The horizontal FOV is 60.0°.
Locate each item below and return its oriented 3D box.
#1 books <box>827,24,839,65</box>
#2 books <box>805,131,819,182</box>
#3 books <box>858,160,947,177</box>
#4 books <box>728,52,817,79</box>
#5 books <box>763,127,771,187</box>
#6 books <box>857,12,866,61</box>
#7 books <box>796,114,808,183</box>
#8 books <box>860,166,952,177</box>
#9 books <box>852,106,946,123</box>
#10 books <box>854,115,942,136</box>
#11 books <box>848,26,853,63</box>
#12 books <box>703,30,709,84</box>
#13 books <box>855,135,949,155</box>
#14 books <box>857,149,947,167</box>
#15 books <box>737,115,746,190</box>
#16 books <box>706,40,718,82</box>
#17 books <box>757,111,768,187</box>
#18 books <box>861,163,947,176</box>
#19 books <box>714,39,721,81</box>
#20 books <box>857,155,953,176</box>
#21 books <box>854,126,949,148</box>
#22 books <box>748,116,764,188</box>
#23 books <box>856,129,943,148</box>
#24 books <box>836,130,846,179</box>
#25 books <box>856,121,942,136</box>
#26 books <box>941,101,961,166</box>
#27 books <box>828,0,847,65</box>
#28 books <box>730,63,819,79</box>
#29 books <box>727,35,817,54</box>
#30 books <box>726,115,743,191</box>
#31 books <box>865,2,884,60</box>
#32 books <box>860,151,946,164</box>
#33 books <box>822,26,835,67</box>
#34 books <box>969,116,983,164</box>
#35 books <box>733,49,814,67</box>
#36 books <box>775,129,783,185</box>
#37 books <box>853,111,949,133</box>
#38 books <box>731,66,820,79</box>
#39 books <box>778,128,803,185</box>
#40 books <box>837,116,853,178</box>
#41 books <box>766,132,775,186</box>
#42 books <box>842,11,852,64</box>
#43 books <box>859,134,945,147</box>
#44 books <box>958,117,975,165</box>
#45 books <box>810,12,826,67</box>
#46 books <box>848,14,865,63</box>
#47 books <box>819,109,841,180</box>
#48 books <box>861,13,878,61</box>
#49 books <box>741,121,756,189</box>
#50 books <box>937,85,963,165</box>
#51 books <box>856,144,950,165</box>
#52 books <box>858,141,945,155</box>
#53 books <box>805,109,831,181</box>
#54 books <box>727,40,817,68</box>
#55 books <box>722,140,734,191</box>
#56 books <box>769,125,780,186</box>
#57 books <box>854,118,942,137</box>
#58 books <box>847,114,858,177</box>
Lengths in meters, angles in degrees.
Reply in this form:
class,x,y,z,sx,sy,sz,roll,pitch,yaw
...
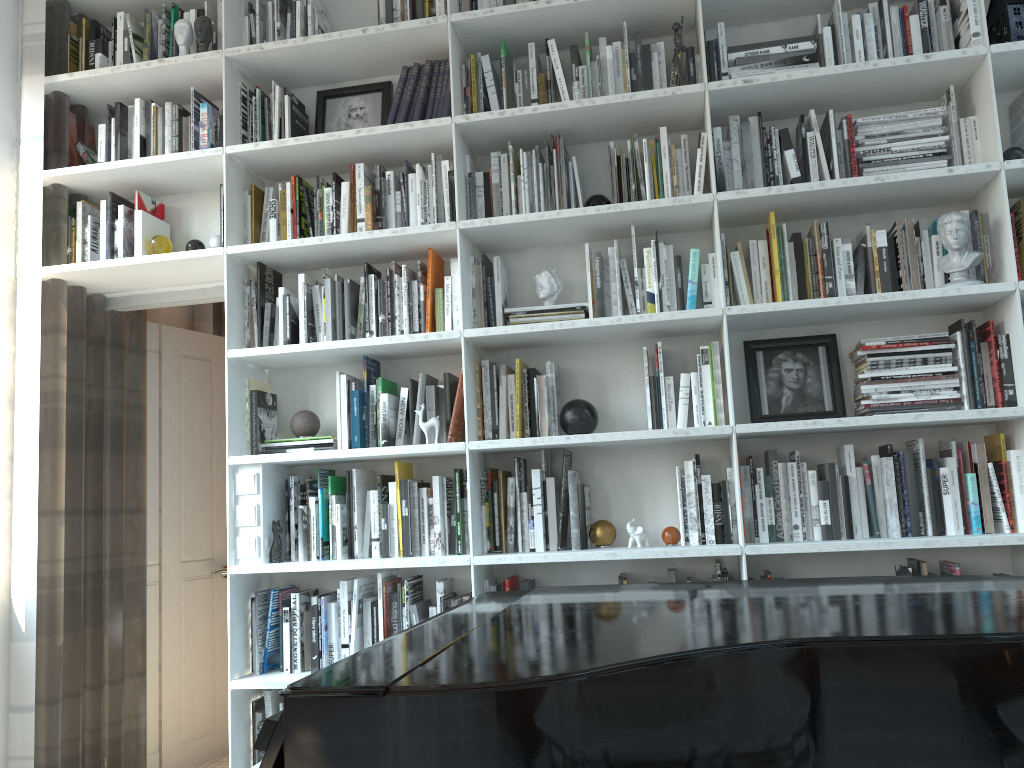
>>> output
class,x,y,z,sx,sy,sz,roll,pitch,yaw
books,1.081,-1.080,3.007,0.024,0.223,0.128,-4,-7,10
books,0.996,-0.709,2.958,0.024,0.216,0.148,-4,-7,10
books,1.269,-0.688,2.910,0.254,0.012,0.161,-4,-8,9
books,0.884,-1.053,3.018,0.285,0.024,0.159,-5,-8,15
books,0.853,-0.715,2.989,0.011,0.251,0.153,-4,-7,10
books,1.164,-1.099,2.977,0.012,0.244,0.131,-4,-7,10
books,0.972,-0.740,2.973,0.022,0.285,0.131,-4,-7,10
books,1.270,-0.663,2.908,0.285,0.012,0.159,-4,-8,11
books,1.260,-0.857,2.929,0.285,0.012,0.159,-5,-8,12
books,1.262,-0.833,2.931,0.254,0.012,0.161,-4,-8,10
books,1.128,-1.076,2.984,0.011,0.203,0.133,-4,-7,10
books,0.670,-1.066,3.072,0.012,0.253,0.161,-4,-7,10
books,1.264,-0.760,2.915,0.285,0.012,0.159,-5,-8,13
books,1.267,-0.724,2.913,0.254,0.012,0.161,-4,-8,9
books,0.778,-0.738,3.020,0.014,0.312,0.133,-4,-7,10
books,0.687,-1.044,3.046,0.027,0.201,0.168,-4,-8,10
books,0.840,-0.739,2.991,0.011,0.299,0.180,-4,-7,10
books,1.270,-0.675,2.911,0.254,0.012,0.161,-4,-8,10
books,0.708,-1.052,3.056,0.013,0.218,0.141,-4,-7,10
books,1.267,-0.700,2.907,0.285,0.012,0.159,-4,-8,8
books,1.263,-0.795,2.924,0.285,0.012,0.159,-4,-8,9
books,0.823,-0.734,3.003,0.029,0.295,0.151,-4,-7,10
books,1.263,-0.784,2.920,0.254,0.012,0.161,-5,-8,12
books,1.080,-0.714,2.947,0.024,0.216,0.132,-4,-7,10
books,1.261,-0.809,2.917,0.254,0.012,0.161,-5,-8,15
books,1.416,-0.760,2.873,0.012,0.253,0.161,-4,-7,10
books,1.089,-1.116,2.967,0.011,0.283,0.190,-4,-7,10
books,0.884,-1.035,3.023,0.285,0.012,0.159,-4,-8,9
books,0.882,-1.124,3.039,0.285,0.024,0.159,-4,-8,10
books,0.755,-0.731,3.004,0.026,0.296,0.179,-4,-7,10
books,1.213,-1.115,2.980,0.029,0.273,0.140,-4,-7,10
books,1.267,-0.712,2.911,0.254,0.012,0.161,-5,-8,12
books,1.052,-1.064,2.980,0.025,0.187,0.193,-4,-8,10
books,1.483,-0.738,2.877,0.030,0.205,0.158,-4,-7,10
books,0.883,-1.077,3.024,0.254,0.025,0.161,-4,-8,7
books,0.890,-0.712,2.979,0.011,0.239,0.147,-4,-7,10
books,1.259,-0.846,2.921,0.285,0.012,0.159,-4,-8,6
books,0.885,-1.023,3.019,0.285,0.012,0.159,-4,-8,8
books,0.928,-0.715,2.966,0.066,0.236,0.154,-4,-7,10
books,1.097,-0.731,2.936,0.015,0.244,0.183,-4,-7,10
books,0.865,-0.707,2.986,0.014,0.233,0.147,-4,-7,10
books,1.109,-1.092,2.977,0.021,0.237,0.171,-4,-7,10
books,1.264,-0.772,2.916,0.254,0.012,0.161,-4,-8,8
books,1.453,-0.734,2.876,0.029,0.198,0.172,-4,-8,10
books,1.034,-1.095,2.992,0.012,0.253,0.161,-4,-7,10
books,1.143,-1.085,2.967,0.027,0.216,0.190,-4,-8,10
books,1.054,-0.741,2.939,0.021,0.268,0.192,-4,-7,10
books,1.182,-1.089,2.963,0.028,0.218,0.183,-4,-8,10
books,0.793,-0.720,2.988,0.025,0.265,0.185,-4,-7,10
books,1.430,-0.791,2.890,0.012,0.318,0.140,-4,-7,10
books,1.266,-0.735,2.917,0.285,0.012,0.159,-4,-8,11
books,1.266,-0.747,2.918,0.254,0.012,0.161,-4,-8,11
books,1.021,-0.747,2.960,0.049,0.291,0.162,-4,-7,10
books,0.883,-1.101,3.031,0.285,0.024,0.159,-5,-8,12
books,0.734,-0.693,3.022,0.027,0.228,0.147,-4,-7,10
books,0.878,-0.717,2.981,0.014,0.250,0.173,-4,-7,10
books,1.261,-0.821,2.925,0.254,0.012,0.161,-5,-8,12
books,1.108,-0.735,2.922,0.013,0.246,0.177,-4,-7,10
